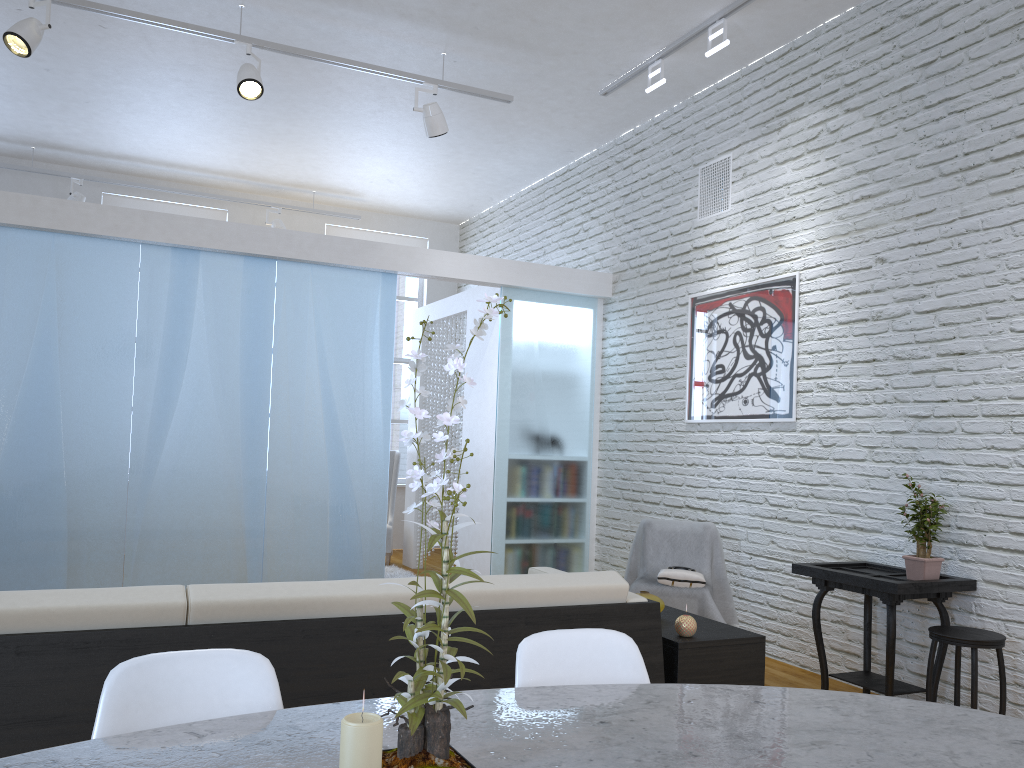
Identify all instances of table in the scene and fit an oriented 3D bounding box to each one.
[{"bbox_3d":[0.033,0.809,0.994,1.911,0.622,1.071,4,-4,-26],"label":"table"},{"bbox_3d":[1.529,1.071,3.695,0.440,0.577,0.564,3,-3,-25],"label":"table"}]

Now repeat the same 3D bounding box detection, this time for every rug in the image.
[{"bbox_3d":[-1.285,1.441,6.755,1.096,0.047,0.756,4,-4,-26],"label":"rug"}]

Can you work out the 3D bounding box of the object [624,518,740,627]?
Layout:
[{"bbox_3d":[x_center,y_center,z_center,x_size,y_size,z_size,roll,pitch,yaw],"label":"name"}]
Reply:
[{"bbox_3d":[0.822,1.042,4.466,0.645,0.686,0.636,1,-3,13],"label":"object"}]

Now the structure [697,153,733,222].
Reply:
[{"bbox_3d":[1.191,-1.147,5.200,0.010,0.334,0.308,3,-3,-25],"label":"structure"}]

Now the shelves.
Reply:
[{"bbox_3d":[0.513,1.060,3.162,0.349,0.450,0.730,3,-4,-25],"label":"shelves"}]

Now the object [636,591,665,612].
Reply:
[{"bbox_3d":[0.471,0.787,3.165,0.146,0.090,0.147,1,-4,16],"label":"object"}]

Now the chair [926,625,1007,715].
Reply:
[{"bbox_3d":[1.701,1.138,3.324,0.262,0.407,0.262,5,-4,-44],"label":"chair"}]

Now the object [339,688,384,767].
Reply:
[{"bbox_3d":[-0.153,0.395,0.892,0.059,0.176,0.059,4,-3,-40],"label":"object"}]

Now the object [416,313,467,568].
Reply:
[{"bbox_3d":[-0.535,0.483,6.904,0.051,2.013,0.923,3,-3,-25],"label":"object"}]

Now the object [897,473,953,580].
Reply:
[{"bbox_3d":[1.687,0.588,3.642,0.175,0.436,0.237,2,-2,-1],"label":"object"}]

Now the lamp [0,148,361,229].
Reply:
[{"bbox_3d":[-2.795,-1.534,7.398,3.120,0.486,0.197,4,-3,-27],"label":"lamp"}]

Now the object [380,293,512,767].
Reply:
[{"bbox_3d":[-0.098,0.188,1.127,0.166,0.637,0.202,2,-2,3],"label":"object"}]

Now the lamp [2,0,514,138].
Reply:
[{"bbox_3d":[-1.406,-1.681,4.479,3.120,0.486,0.205,4,-3,-28],"label":"lamp"}]

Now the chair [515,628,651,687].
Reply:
[{"bbox_3d":[0.188,0.639,1.517,0.406,0.351,0.419,3,-3,-22],"label":"chair"}]

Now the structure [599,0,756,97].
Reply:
[{"bbox_3d":[1.391,-1.793,3.667,0.053,0.182,3.908,3,-4,-25],"label":"structure"}]

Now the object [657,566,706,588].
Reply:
[{"bbox_3d":[0.838,0.952,4.387,0.232,0.085,0.224,1,-4,11],"label":"object"}]

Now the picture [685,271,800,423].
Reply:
[{"bbox_3d":[1.255,-0.171,4.927,0.010,0.768,0.921,3,-3,-25],"label":"picture"}]

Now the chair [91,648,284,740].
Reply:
[{"bbox_3d":[-0.434,0.597,1.245,0.406,0.351,0.419,4,-3,-26],"label":"chair"}]

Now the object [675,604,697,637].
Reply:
[{"bbox_3d":[0.564,0.764,2.873,0.071,0.104,0.071,2,-3,2],"label":"object"}]

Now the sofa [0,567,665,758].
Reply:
[{"bbox_3d":[-0.952,0.908,3.239,5.341,0.678,9.731,4,-4,-25],"label":"sofa"}]

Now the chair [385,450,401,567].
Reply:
[{"bbox_3d":[-1.204,1.036,7.472,0.472,0.960,0.379,2,-2,0],"label":"chair"}]
